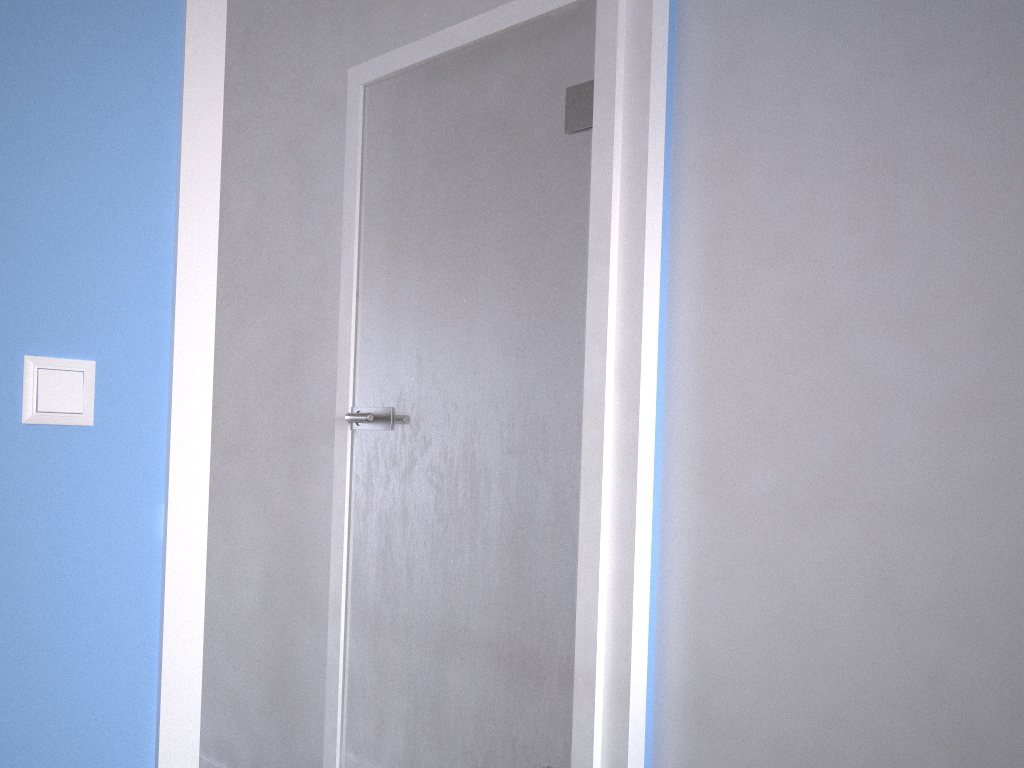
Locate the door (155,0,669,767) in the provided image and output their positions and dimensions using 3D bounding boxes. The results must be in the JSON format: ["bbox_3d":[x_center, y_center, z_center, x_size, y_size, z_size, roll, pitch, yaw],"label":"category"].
[{"bbox_3d":[-0.417,0.087,1.863,1.034,2.127,0.998,3,-1,-44],"label":"door"}]
